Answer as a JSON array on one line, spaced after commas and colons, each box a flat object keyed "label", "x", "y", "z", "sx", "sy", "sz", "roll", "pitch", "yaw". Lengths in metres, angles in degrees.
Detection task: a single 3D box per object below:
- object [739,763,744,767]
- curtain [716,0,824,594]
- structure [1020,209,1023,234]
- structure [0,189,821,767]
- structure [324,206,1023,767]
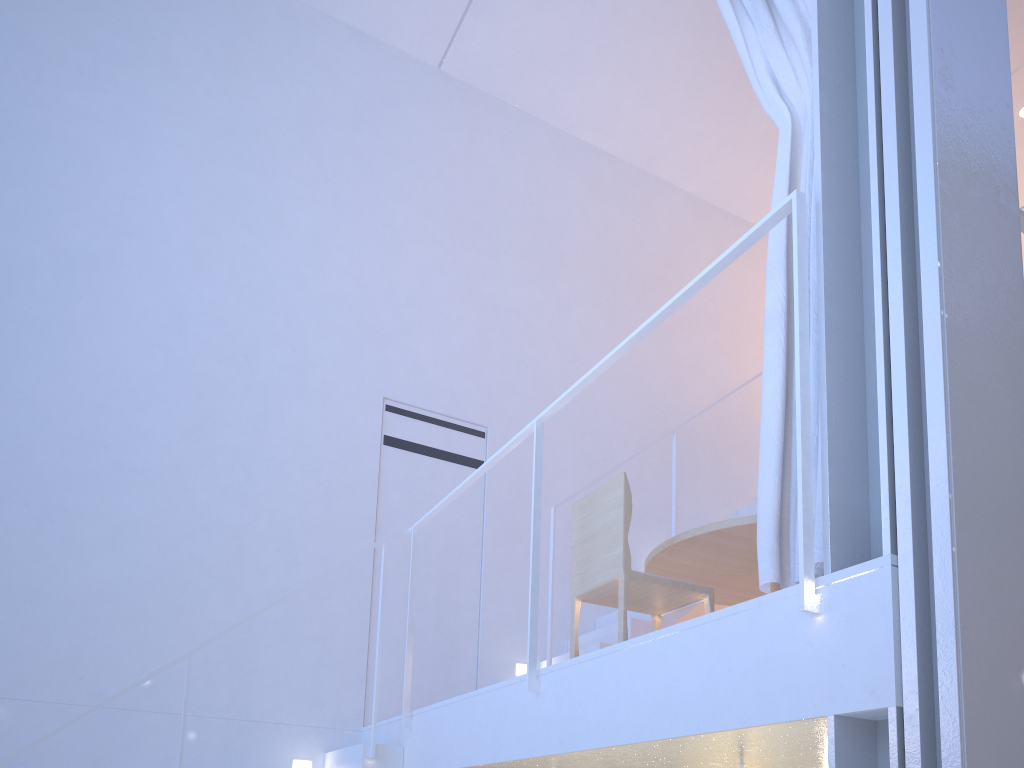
[{"label": "object", "x": 0.421, "y": 0.731, "z": 1.505, "sx": 0.029, "sy": 0.071, "sz": 0.031, "roll": 5, "pitch": -13, "yaw": -15}, {"label": "curtain", "x": 0.393, "y": -0.742, "z": 1.413, "sx": 0.101, "sy": 2.170, "sz": 0.540, "roll": 7, "pitch": -11, "yaw": -28}, {"label": "structure", "x": 1.306, "y": 0.259, "z": 1.355, "sx": 1.763, "sy": 0.506, "sz": 0.029, "roll": 17, "pitch": -15, "yaw": -26}, {"label": "structure", "x": -0.613, "y": 0.678, "z": 1.172, "sx": 1.494, "sy": 1.593, "sz": 1.477, "roll": 11, "pitch": -20, "yaw": -26}, {"label": "structure", "x": -0.023, "y": 0.440, "z": 1.755, "sx": 3.793, "sy": 2.974, "sz": 1.850, "roll": 13, "pitch": -18, "yaw": -26}]
